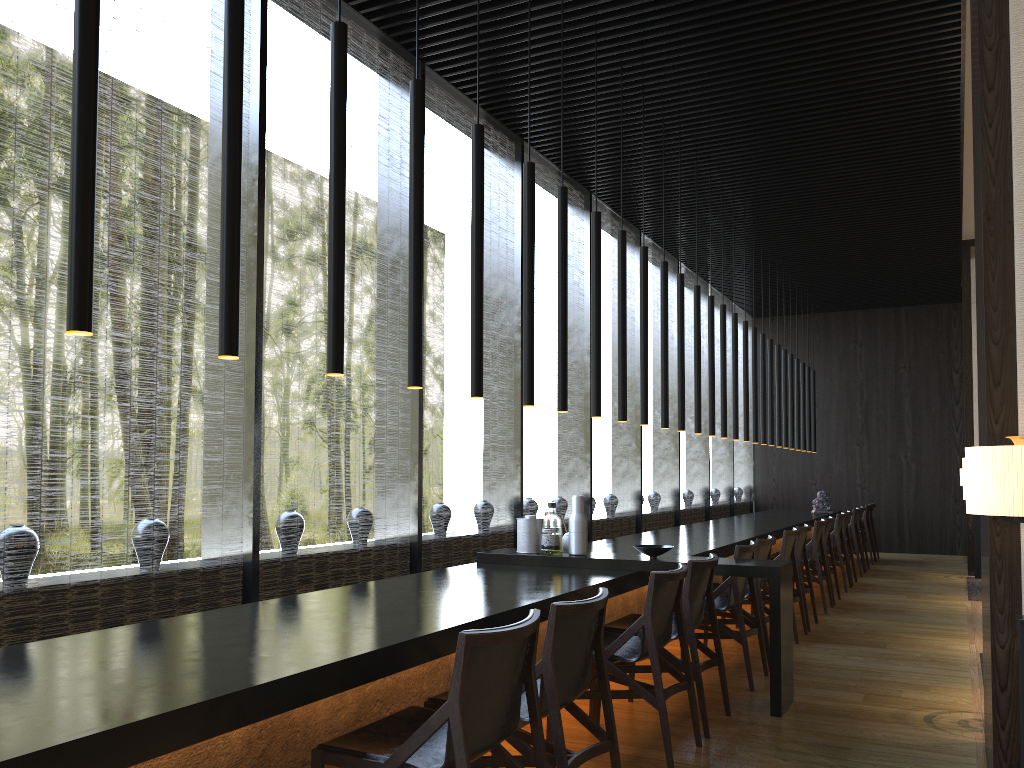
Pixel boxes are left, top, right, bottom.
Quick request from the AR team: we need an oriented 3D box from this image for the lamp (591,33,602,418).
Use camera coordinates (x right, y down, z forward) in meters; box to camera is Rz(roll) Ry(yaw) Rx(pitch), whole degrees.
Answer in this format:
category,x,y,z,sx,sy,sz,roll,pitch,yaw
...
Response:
category,x,y,z,sx,sy,sz,roll,pitch,yaw
lamp,0.519,-1.000,5.442,0.060,2.414,0.060,-1,-3,22

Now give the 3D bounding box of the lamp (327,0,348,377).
category,x,y,z,sx,sy,sz,roll,pitch,yaw
lamp,-0.621,-1.235,3.180,0.060,2.414,0.060,-1,-3,22

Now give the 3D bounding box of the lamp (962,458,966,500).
category,x,y,z,sx,sy,sz,roll,pitch,yaw
lamp,2.416,1.003,4.310,0.375,1.347,0.375,2,-3,-34

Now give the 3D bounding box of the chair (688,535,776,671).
category,x,y,z,sx,sy,sz,roll,pitch,yaw
chair,1.487,1.427,5.895,0.563,0.825,0.527,-2,-4,27

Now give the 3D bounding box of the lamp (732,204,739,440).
category,x,y,z,sx,sy,sz,roll,pitch,yaw
lamp,2.219,-0.650,8.816,0.060,2.414,0.060,-1,-3,22

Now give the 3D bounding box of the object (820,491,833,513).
category,x,y,z,sx,sy,sz,roll,pitch,yaw
object,4.451,1.685,12.679,0.164,0.312,0.209,3,-4,-38

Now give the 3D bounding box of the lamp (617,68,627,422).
category,x,y,z,sx,sy,sz,roll,pitch,yaw
lamp,0.728,-0.957,5.857,0.060,2.414,0.060,-1,-3,22

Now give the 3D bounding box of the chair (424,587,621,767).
category,x,y,z,sx,sy,sz,roll,pitch,yaw
chair,0.058,1.132,3.060,0.563,0.825,0.527,-2,-4,27

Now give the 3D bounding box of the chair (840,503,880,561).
category,x,y,z,sx,sy,sz,roll,pitch,yaw
chair,5.092,2.171,13.051,0.563,0.825,0.527,-2,-4,27

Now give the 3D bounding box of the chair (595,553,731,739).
category,x,y,z,sx,sy,sz,roll,pitch,yaw
chair,0.773,1.280,4.477,0.563,0.825,0.527,-2,-4,27

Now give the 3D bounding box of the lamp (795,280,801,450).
category,x,y,z,sx,sy,sz,roll,pitch,yaw
lamp,3.945,-0.293,12.241,0.060,2.414,0.060,-1,-3,22

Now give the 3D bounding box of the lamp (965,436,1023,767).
category,x,y,z,sx,sy,sz,roll,pitch,yaw
lamp,1.602,0.835,2.697,0.375,1.347,0.376,-1,-3,17

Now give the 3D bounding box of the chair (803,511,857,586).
category,x,y,z,sx,sy,sz,roll,pitch,yaw
chair,3.641,1.871,10.170,0.563,0.825,0.527,-2,-4,27

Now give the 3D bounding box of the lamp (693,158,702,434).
category,x,y,z,sx,sy,sz,roll,pitch,yaw
lamp,1.577,-0.782,7.543,0.060,2.414,0.060,-1,-3,32

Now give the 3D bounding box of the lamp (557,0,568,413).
category,x,y,z,sx,sy,sz,roll,pitch,yaw
lamp,0.284,-1.049,4.976,0.060,2.414,0.060,-1,-3,22

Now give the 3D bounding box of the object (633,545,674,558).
category,x,y,z,sx,sy,sz,roll,pitch,yaw
object,0.802,0.954,5.020,0.227,0.067,0.228,-3,-6,29

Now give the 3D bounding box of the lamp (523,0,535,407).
category,x,y,z,sx,sy,sz,roll,pitch,yaw
lamp,0.090,-1.089,4.591,0.060,2.414,0.060,-1,-3,22

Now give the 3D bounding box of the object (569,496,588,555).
category,x,y,z,sx,sy,sz,roll,pitch,yaw
object,0.390,0.830,5.214,0.113,0.343,0.113,-1,-3,22

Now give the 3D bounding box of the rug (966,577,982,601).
category,x,y,z,sx,sy,sz,roll,pitch,yaw
rug,5.926,2.195,9.291,2.042,0.008,2.248,-3,-7,27

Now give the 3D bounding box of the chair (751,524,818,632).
category,x,y,z,sx,sy,sz,roll,pitch,yaw
chair,2.201,1.574,7.312,0.563,0.825,0.527,-2,-4,27

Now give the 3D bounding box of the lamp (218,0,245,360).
category,x,y,z,sx,sy,sz,roll,pitch,yaw
lamp,-0.851,-1.283,2.723,0.060,2.414,0.060,-1,-3,22

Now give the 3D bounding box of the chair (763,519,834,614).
category,x,y,z,sx,sy,sz,roll,pitch,yaw
chair,2.656,1.668,8.216,0.563,0.825,0.527,-2,-4,27

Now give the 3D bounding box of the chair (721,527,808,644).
category,x,y,z,sx,sy,sz,roll,pitch,yaw
chair,1.942,1.521,6.799,0.563,0.825,0.527,-2,-4,27

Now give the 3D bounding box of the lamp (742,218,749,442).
category,x,y,z,sx,sy,sz,roll,pitch,yaw
lamp,2.441,-0.604,9.257,0.060,2.414,0.060,-1,-3,32

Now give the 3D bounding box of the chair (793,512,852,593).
category,x,y,z,sx,sy,sz,roll,pitch,yaw
chair,3.382,1.818,9.657,0.563,0.825,0.527,-2,-4,27

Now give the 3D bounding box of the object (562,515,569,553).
category,x,y,z,sx,sy,sz,roll,pitch,yaw
object,0.356,0.909,5.367,0.136,0.217,0.136,-1,-4,14

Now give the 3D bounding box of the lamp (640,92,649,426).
category,x,y,z,sx,sy,sz,roll,pitch,yaw
lamp,0.933,-0.915,6.265,0.060,2.414,0.060,-1,-3,22

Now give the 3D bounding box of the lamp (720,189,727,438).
category,x,y,z,sx,sy,sz,roll,pitch,yaw
lamp,1.997,-0.695,8.375,0.060,2.414,0.060,-1,-3,32

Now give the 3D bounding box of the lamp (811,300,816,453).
category,x,y,z,sx,sy,sz,roll,pitch,yaw
lamp,4.630,-0.152,13.602,0.060,2.414,0.060,-1,-3,22

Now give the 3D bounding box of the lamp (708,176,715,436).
category,x,y,z,sx,sy,sz,roll,pitch,yaw
lamp,1.792,-0.738,7.970,0.060,2.414,0.060,-1,-3,22

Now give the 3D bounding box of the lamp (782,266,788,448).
category,x,y,z,sx,sy,sz,roll,pitch,yaw
lamp,3.501,-0.385,11.360,0.060,2.414,0.060,-1,-3,22

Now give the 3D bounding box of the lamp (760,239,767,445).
category,x,y,z,sx,sy,sz,roll,pitch,yaw
lamp,2.857,-0.518,10.084,0.060,2.414,0.060,-1,-3,22

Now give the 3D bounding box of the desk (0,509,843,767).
category,x,y,z,sx,sy,sz,roll,pitch,yaw
desk,-1.549,0.916,0.695,1.781,0.757,28.820,-3,-6,27

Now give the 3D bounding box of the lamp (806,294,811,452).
category,x,y,z,sx,sy,sz,roll,pitch,yaw
lamp,4.398,-0.200,13.140,0.060,2.414,0.060,-1,-3,22

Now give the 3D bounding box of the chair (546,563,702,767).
category,x,y,z,sx,sy,sz,roll,pitch,yaw
chair,0.514,1.226,3.964,0.563,0.825,0.527,-2,-4,27

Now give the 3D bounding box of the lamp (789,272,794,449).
category,x,y,z,sx,sy,sz,roll,pitch,yaw
lamp,3.716,-0.341,11.788,0.060,2.414,0.060,-1,-3,22

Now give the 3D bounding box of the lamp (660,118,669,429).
category,x,y,z,sx,sy,sz,roll,pitch,yaw
lamp,1.151,-0.870,6.698,0.060,2.414,0.060,-1,-3,22

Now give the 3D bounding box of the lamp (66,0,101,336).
category,x,y,z,sx,sy,sz,roll,pitch,yaw
lamp,-1.080,-1.330,2.269,0.060,2.414,0.060,-1,-3,22

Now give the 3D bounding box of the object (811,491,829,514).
category,x,y,z,sx,sy,sz,roll,pitch,yaw
object,4.334,1.663,12.458,0.207,0.309,0.162,0,-3,7

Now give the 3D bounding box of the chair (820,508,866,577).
category,x,y,z,sx,sy,sz,roll,pitch,yaw
chair,4.108,1.968,11.097,0.563,0.825,0.527,-2,-4,27

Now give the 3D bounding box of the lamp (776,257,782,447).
category,x,y,z,sx,sy,sz,roll,pitch,yaw
lamp,3.289,-0.429,10.941,0.060,2.414,0.060,-1,-3,22

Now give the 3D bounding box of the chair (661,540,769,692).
category,x,y,z,sx,sy,sz,roll,pitch,yaw
chair,1.228,1.373,5.382,0.563,0.825,0.527,-2,-4,27

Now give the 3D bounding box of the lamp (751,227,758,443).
category,x,y,z,sx,sy,sz,roll,pitch,yaw
lamp,2.645,-0.562,9.662,0.060,2.414,0.060,-1,-3,22

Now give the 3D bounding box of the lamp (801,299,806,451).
category,x,y,z,sx,sy,sz,roll,pitch,yaw
lamp,4.169,-0.247,12.687,0.060,2.414,0.060,-1,-3,22

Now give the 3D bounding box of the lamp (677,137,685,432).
category,x,y,z,sx,sy,sz,roll,pitch,yaw
lamp,1.352,-0.828,7.095,0.060,2.414,0.060,-1,-3,22

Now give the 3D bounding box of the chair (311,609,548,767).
category,x,y,z,sx,sy,sz,roll,pitch,yaw
chair,-0.200,1.079,2.547,0.563,0.825,0.527,-2,-4,27

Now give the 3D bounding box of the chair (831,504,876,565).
category,x,y,z,sx,sy,sz,roll,pitch,yaw
chair,4.834,2.117,12.538,0.563,0.825,0.527,-2,-4,27

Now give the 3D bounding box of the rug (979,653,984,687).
category,x,y,z,sx,sy,sz,roll,pitch,yaw
rug,3.613,1.718,4.701,1.959,0.008,2.248,-3,-7,27

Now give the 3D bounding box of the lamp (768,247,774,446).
category,x,y,z,sx,sy,sz,roll,pitch,yaw
lamp,3.065,-0.475,10.497,0.060,2.414,0.060,-1,-3,22

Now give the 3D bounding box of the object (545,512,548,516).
category,x,y,z,sx,sy,sz,roll,pitch,yaw
object,0.215,0.906,5.433,0.067,0.237,0.067,-1,-3,20

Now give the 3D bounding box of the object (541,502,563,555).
category,x,y,z,sx,sy,sz,roll,pitch,yaw
object,0.237,0.853,5.241,0.129,0.304,0.129,-1,-3,13

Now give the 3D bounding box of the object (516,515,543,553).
category,x,y,z,sx,sy,sz,roll,pitch,yaw
object,0.111,0.907,5.361,0.169,0.218,0.169,-1,-4,22

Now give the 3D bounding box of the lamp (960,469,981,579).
category,x,y,z,sx,sy,sz,roll,pitch,yaw
lamp,5.623,1.665,10.676,0.375,1.347,0.375,2,-3,-34

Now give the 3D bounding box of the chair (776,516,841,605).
category,x,y,z,sx,sy,sz,roll,pitch,yaw
chair,2.915,1.721,8.729,0.563,0.825,0.527,-2,-4,27

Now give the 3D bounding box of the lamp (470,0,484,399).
category,x,y,z,sx,sy,sz,roll,pitch,yaw
lamp,-0.158,-1.140,4.099,0.060,2.414,0.060,-1,-3,22

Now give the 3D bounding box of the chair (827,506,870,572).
category,x,y,z,sx,sy,sz,roll,pitch,yaw
chair,4.366,2.021,11.610,0.563,0.825,0.527,-2,-4,27

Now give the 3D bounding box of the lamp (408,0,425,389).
category,x,y,z,sx,sy,sz,roll,pitch,yaw
lamp,-0.390,-1.188,3.639,0.060,2.414,0.060,-1,-3,22
